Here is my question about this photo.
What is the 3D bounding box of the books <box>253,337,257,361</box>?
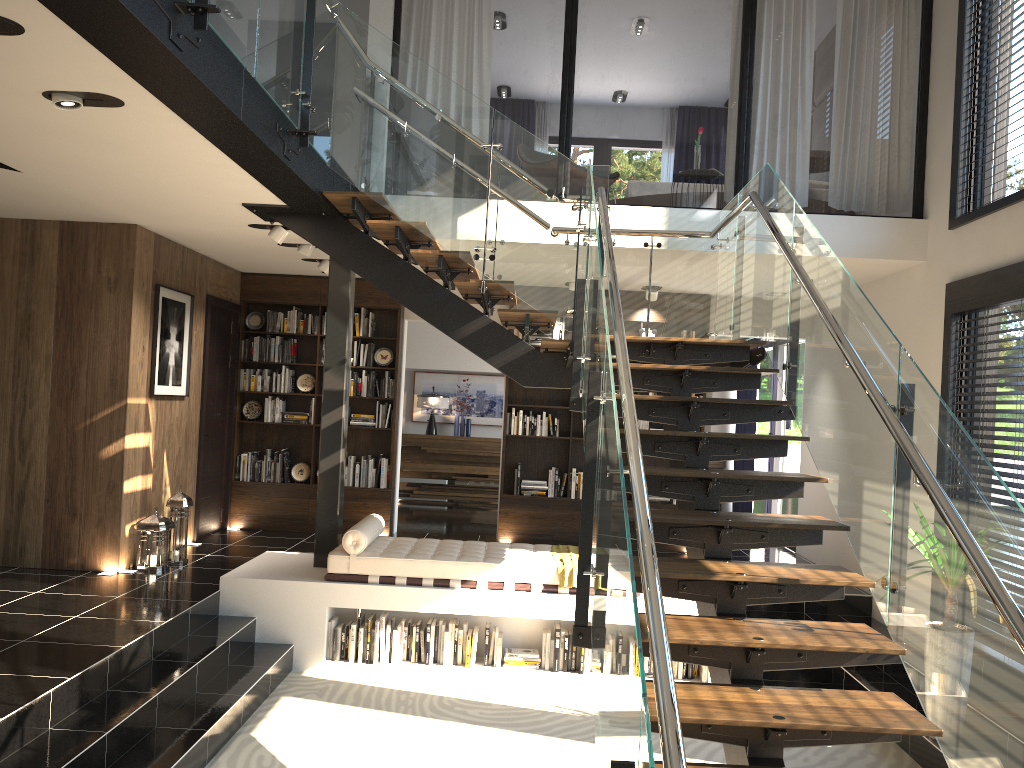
[{"bbox_3d":[-2.697,-0.364,9.412,0.035,0.255,0.183,3,-1,1],"label":"books"}]

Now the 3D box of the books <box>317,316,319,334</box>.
[{"bbox_3d":[-2.039,-0.614,9.431,0.024,0.194,0.182,3,-1,1],"label":"books"}]

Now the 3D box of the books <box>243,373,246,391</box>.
[{"bbox_3d":[-2.815,-0.023,9.433,0.045,0.192,0.164,3,-1,1],"label":"books"}]

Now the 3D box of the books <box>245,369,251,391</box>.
[{"bbox_3d":[-2.781,-0.043,9.404,0.022,0.235,0.194,3,-1,1],"label":"books"}]

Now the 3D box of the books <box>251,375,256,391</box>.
[{"bbox_3d":[-2.734,-0.007,9.430,0.037,0.169,0.148,3,-1,1],"label":"books"}]

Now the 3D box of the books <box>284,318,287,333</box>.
[{"bbox_3d":[-2.376,-0.612,9.424,0.035,0.156,0.186,3,-1,1],"label":"books"}]

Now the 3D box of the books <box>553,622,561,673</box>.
[{"bbox_3d":[0.329,1.936,6.530,0.043,0.316,0.209,3,-1,1],"label":"books"}]

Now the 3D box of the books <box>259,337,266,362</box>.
[{"bbox_3d":[-2.645,-0.364,9.412,0.027,0.260,0.181,3,-1,1],"label":"books"}]

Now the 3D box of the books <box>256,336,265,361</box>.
[{"bbox_3d":[-2.669,-0.369,9.408,0.022,0.267,0.198,3,-1,1],"label":"books"}]

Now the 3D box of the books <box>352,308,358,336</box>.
[{"bbox_3d":[-1.667,-0.651,9.395,0.015,0.303,0.252,3,-1,1],"label":"books"}]

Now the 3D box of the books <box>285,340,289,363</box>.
[{"bbox_3d":[-2.373,-0.341,9.420,0.024,0.242,0.144,3,-1,1],"label":"books"}]

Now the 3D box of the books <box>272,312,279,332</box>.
[{"bbox_3d":[-2.503,-0.652,9.425,0.026,0.222,0.202,3,-1,1],"label":"books"}]

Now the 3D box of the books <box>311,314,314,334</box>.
[{"bbox_3d":[-2.094,-0.627,9.413,0.039,0.212,0.172,3,-1,1],"label":"books"}]

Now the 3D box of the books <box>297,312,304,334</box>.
[{"bbox_3d":[-2.249,-0.645,9.426,0.020,0.235,0.206,3,-1,1],"label":"books"}]

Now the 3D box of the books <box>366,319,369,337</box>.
[{"bbox_3d":[-1.509,-0.583,9.421,0.027,0.186,0.220,3,-1,1],"label":"books"}]

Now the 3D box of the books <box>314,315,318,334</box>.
[{"bbox_3d":[-2.064,-0.620,9.398,0.023,0.202,0.201,3,-1,1],"label":"books"}]

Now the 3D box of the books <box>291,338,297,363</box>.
[{"bbox_3d":[-2.318,-0.350,9.425,0.035,0.266,0.133,3,-1,1],"label":"books"}]

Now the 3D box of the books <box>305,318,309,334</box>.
[{"bbox_3d":[-2.157,-0.610,9.403,0.029,0.172,0.187,3,-1,1],"label":"books"}]

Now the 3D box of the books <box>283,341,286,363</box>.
[{"bbox_3d":[-2.393,-0.336,9.415,0.014,0.230,0.172,3,-1,1],"label":"books"}]

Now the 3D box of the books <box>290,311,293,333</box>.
[{"bbox_3d":[-2.305,-0.651,9.393,0.025,0.239,0.220,3,-1,1],"label":"books"}]

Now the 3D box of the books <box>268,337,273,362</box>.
[{"bbox_3d":[-2.549,-0.362,9.399,0.019,0.264,0.175,3,-1,1],"label":"books"}]

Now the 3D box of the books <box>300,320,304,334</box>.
[{"bbox_3d":[-2.221,-0.600,9.447,0.040,0.149,0.126,3,-1,1],"label":"books"}]

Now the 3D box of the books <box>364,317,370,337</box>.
[{"bbox_3d":[-1.539,-0.600,9.447,0.037,0.218,0.144,3,-1,1],"label":"books"}]

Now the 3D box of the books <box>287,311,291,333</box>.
[{"bbox_3d":[-2.337,-0.648,9.406,0.039,0.230,0.205,3,-1,1],"label":"books"}]

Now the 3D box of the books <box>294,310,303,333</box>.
[{"bbox_3d":[-2.269,-0.652,9.416,0.020,0.245,0.228,3,-1,1],"label":"books"}]

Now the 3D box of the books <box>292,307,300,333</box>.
[{"bbox_3d":[-2.285,-0.670,9.392,0.012,0.278,0.228,3,-1,1],"label":"books"}]

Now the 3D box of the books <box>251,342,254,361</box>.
[{"bbox_3d":[-2.728,-0.340,9.414,0.025,0.204,0.192,3,-1,1],"label":"books"}]

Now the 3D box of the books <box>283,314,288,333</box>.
[{"bbox_3d":[-2.404,-0.636,9.453,0.025,0.203,0.156,3,-1,1],"label":"books"}]

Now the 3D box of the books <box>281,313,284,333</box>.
[{"bbox_3d":[-2.424,-0.642,9.437,0.014,0.212,0.184,3,-1,1],"label":"books"}]

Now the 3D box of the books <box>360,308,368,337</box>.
[{"bbox_3d":[-1.565,-0.645,9.387,0.017,0.302,0.266,3,-1,1],"label":"books"}]

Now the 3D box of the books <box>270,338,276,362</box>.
[{"bbox_3d":[-2.524,-0.355,9.425,0.032,0.255,0.160,3,-1,1],"label":"books"}]

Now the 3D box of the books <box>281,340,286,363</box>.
[{"bbox_3d":[-2.413,-0.342,9.428,0.028,0.240,0.148,3,-1,1],"label":"books"}]

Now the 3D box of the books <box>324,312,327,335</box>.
[{"bbox_3d":[-1.949,-0.631,9.420,0.033,0.237,0.231,3,-1,1],"label":"books"}]

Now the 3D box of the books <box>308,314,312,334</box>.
[{"bbox_3d":[-2.127,-0.628,9.421,0.027,0.212,0.180,3,-1,1],"label":"books"}]

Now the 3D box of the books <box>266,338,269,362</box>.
[{"bbox_3d":[-2.568,-0.358,9.418,0.018,0.256,0.172,3,-1,1],"label":"books"}]

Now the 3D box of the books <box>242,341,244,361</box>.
[{"bbox_3d":[-2.840,-0.351,9.440,0.023,0.215,0.148,3,-1,1],"label":"books"}]

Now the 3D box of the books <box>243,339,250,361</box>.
[{"bbox_3d":[-2.817,-0.358,9.421,0.023,0.231,0.143,3,-1,1],"label":"books"}]

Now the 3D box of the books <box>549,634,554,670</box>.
[{"bbox_3d":[0.292,1.980,6.559,0.027,0.226,0.165,3,-1,1],"label":"books"}]

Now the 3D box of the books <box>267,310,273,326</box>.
[{"bbox_3d":[-2.567,-0.660,9.438,0.017,0.234,0.200,3,-1,1],"label":"books"}]

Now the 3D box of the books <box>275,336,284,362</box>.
[{"bbox_3d":[-2.468,-0.362,9.406,0.033,0.273,0.189,3,-1,1],"label":"books"}]

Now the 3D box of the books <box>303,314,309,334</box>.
[{"bbox_3d":[-2.185,-0.633,9.437,0.030,0.217,0.165,3,-1,1],"label":"books"}]

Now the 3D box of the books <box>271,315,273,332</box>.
[{"bbox_3d":[-2.526,-0.632,9.446,0.020,0.180,0.153,3,-1,1],"label":"books"}]

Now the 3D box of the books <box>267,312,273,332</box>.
[{"bbox_3d":[-2.548,-0.651,9.401,0.024,0.216,0.210,3,-1,1],"label":"books"}]

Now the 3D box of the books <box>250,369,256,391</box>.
[{"bbox_3d":[-2.760,-0.040,9.450,0.018,0.232,0.123,3,-1,1],"label":"books"}]

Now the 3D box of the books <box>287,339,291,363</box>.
[{"bbox_3d":[-2.348,-0.350,9.425,0.025,0.263,0.147,3,-1,1],"label":"books"}]

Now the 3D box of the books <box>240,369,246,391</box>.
[{"bbox_3d":[-2.851,-0.041,9.440,0.030,0.224,0.166,3,-1,1],"label":"books"}]

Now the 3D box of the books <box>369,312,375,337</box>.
[{"bbox_3d":[-1.488,-0.621,9.398,0.013,0.262,0.217,3,-1,1],"label":"books"}]

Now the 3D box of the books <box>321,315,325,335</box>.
[{"bbox_3d":[-1.998,-0.621,9.455,0.023,0.213,0.194,3,-1,1],"label":"books"}]

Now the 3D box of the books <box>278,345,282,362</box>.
[{"bbox_3d":[-2.442,-0.318,9.393,0.025,0.188,0.181,3,-1,1],"label":"books"}]

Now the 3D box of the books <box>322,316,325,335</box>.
[{"bbox_3d":[-1.977,-0.616,9.408,0.021,0.204,0.224,3,-1,1],"label":"books"}]

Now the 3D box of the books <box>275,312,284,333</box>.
[{"bbox_3d":[-2.460,-0.646,9.431,0.059,0.216,0.159,3,-1,1],"label":"books"}]

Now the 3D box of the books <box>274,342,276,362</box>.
[{"bbox_3d":[-2.497,-0.336,9.421,0.024,0.220,0.123,3,-1,1],"label":"books"}]

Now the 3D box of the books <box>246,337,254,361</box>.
[{"bbox_3d":[-2.772,-0.367,9.440,0.066,0.255,0.127,3,-1,1],"label":"books"}]

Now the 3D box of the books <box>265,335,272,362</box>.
[{"bbox_3d":[-2.584,-0.374,9.421,0.015,0.287,0.154,3,-1,1],"label":"books"}]

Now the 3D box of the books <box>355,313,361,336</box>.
[{"bbox_3d":[-1.628,-0.620,9.436,0.064,0.247,0.209,3,-1,1],"label":"books"}]

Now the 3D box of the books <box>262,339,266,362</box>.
[{"bbox_3d":[-2.613,-0.354,9.392,0.039,0.243,0.179,3,-1,1],"label":"books"}]
